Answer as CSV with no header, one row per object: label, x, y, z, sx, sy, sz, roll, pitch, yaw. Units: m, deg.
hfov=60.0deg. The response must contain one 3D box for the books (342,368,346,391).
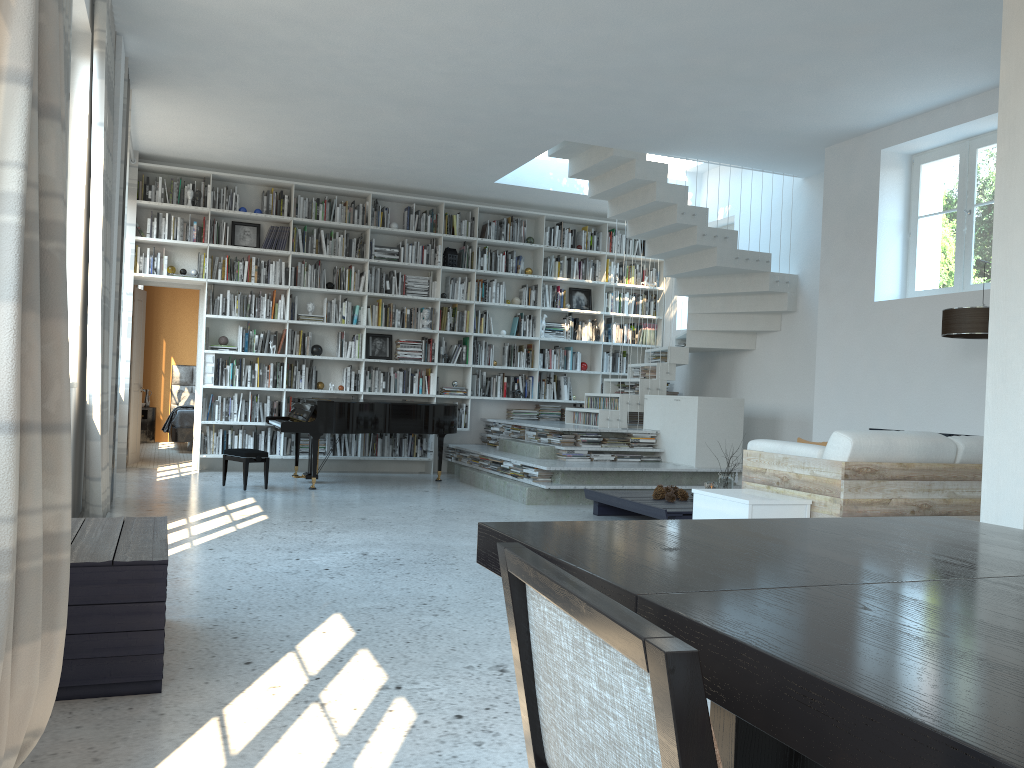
books,-1.885,-0.049,9.938,0.012,0.254,0.161,2,0,-21

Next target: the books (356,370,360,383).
books,-1.741,-0.036,10.021,0.019,0.242,0.107,2,0,-21

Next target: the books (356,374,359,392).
books,-1.752,-0.016,9.989,0.024,0.201,0.158,2,0,-21

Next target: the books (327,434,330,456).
books,-2.057,0.661,9.886,0.031,0.265,0.144,2,0,-21

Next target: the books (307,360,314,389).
books,-2.233,-0.103,9.787,0.050,0.328,0.166,2,0,-21

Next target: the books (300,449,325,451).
books,-2.222,0.727,9.820,0.285,0.007,0.159,3,-1,-19

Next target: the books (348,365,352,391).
books,-1.824,-0.065,9.962,0.014,0.291,0.131,2,0,-21

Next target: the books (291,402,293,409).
books,-2.427,0.311,9.725,0.010,0.228,0.168,2,0,-21

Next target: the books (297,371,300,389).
books,-2.356,-0.043,9.747,0.024,0.196,0.156,2,0,-21

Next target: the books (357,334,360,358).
books,-1.741,-0.422,9.969,0.011,0.279,0.187,2,0,-21

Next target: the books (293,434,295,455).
books,-2.400,0.663,9.752,0.027,0.227,0.139,2,0,-21

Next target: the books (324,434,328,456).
books,-2.072,0.665,9.864,0.012,0.254,0.161,2,0,-21

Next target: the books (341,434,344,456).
books,-1.908,0.663,9.921,0.012,0.274,0.180,2,0,-21

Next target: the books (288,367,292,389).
books,-2.442,-0.069,9.709,0.030,0.239,0.157,2,0,-21

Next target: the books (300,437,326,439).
books,-2.215,0.597,9.813,0.285,0.005,0.159,3,-1,-16

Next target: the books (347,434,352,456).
books,-1.832,0.675,9.980,0.025,0.259,0.132,2,0,-21

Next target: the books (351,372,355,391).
books,-1.803,-0.029,9.962,0.029,0.221,0.153,2,0,-21

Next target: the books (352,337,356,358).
books,-1.778,-0.406,9.957,0.012,0.244,0.171,2,0,-21

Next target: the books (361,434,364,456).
books,-1.707,0.682,10.004,0.026,0.256,0.183,2,0,-21

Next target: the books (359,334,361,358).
books,-1.727,-0.422,9.977,0.021,0.281,0.162,2,0,-21

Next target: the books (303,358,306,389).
books,-2.297,-0.111,9.788,0.013,0.339,0.138,2,0,-21

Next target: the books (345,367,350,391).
books,-1.849,-0.055,9.941,0.027,0.269,0.159,2,0,-21

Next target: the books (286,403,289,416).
books,-2.468,0.317,9.716,0.026,0.213,0.139,2,0,-21

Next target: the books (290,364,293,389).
books,-2.419,-0.084,9.709,0.012,0.272,0.181,2,0,-21

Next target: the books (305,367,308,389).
books,-2.277,-0.061,9.788,0.029,0.241,0.135,2,0,-21

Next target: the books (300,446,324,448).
books,-2.222,0.693,9.821,0.254,0.007,0.161,3,-1,-20

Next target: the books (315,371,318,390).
books,-2.182,-0.042,9.823,0.023,0.212,0.160,2,0,-21

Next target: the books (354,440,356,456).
books,-1.784,0.716,9.984,0.024,0.180,0.171,2,0,-21

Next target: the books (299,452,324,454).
books,-2.228,0.761,9.823,0.254,0.007,0.161,3,-1,-21

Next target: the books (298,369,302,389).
books,-2.333,-0.052,9.751,0.021,0.215,0.172,2,0,-21

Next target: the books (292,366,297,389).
books,-2.397,-0.071,9.726,0.042,0.248,0.162,2,0,-21

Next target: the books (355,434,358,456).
books,-1.769,0.689,10.010,0.021,0.237,0.115,2,0,-21

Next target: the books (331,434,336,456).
books,-2.002,0.677,9.907,0.028,0.238,0.136,2,0,-21

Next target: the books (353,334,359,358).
books,-1.762,-0.418,9.971,0.027,0.269,0.178,2,0,-21

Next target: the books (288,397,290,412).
books,-2.449,0.283,9.721,0.010,0.282,0.149,2,0,-21

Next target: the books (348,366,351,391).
books,-1.837,-0.059,9.961,0.010,0.277,0.155,2,0,-21

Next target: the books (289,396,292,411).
books,-2.439,0.281,9.728,0.013,0.288,0.161,2,0,-21

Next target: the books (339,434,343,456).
books,-1.923,0.684,9.924,0.011,0.232,0.174,2,0,-21

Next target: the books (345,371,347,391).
books,-1.876,-0.035,9.951,0.015,0.225,0.148,2,0,-21

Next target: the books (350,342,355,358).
books,-1.800,-0.379,9.961,0.024,0.188,0.172,2,0,-21

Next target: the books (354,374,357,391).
books,-1.783,-0.015,9.991,0.031,0.194,0.142,2,0,-21

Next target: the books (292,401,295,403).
books,-2.408,0.307,9.722,0.023,0.237,0.172,2,0,-21

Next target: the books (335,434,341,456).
books,-1.957,0.672,9.913,0.062,0.253,0.177,2,0,-21

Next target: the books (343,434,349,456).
books,-1.873,0.664,9.949,0.073,0.276,0.181,2,0,-21

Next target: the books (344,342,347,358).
books,-1.882,-0.380,9.940,0.030,0.183,0.154,2,0,-21

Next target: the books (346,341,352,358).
books,-1.836,-0.381,9.942,0.057,0.188,0.156,2,0,-21

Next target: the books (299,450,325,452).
books,-2.220,0.741,9.813,0.285,0.007,0.159,3,-1,-16

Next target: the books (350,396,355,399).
books,-1.799,0.295,9.967,0.013,0.320,0.173,2,0,-21

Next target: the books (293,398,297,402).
books,-2.394,0.290,9.754,0.026,0.273,0.146,2,0,-21

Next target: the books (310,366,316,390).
books,-2.198,-0.068,9.800,0.027,0.261,0.163,2,0,-21

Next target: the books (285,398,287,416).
books,-2.491,0.289,9.713,0.023,0.266,0.134,2,0,-21

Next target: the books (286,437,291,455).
books,-2.457,0.682,9.723,0.053,0.184,0.148,2,0,-21

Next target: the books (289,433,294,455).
books,-2.420,0.660,9.735,0.023,0.231,0.164,2,0,-21

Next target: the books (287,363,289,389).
books,-2.462,-0.092,9.704,0.013,0.283,0.146,2,0,-21

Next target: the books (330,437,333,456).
books,-2.025,0.694,9.886,0.029,0.202,0.178,2,0,-21

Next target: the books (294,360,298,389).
books,-2.369,-0.102,9.735,0.014,0.313,0.166,2,0,-21

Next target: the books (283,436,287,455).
books,-2.495,0.673,9.716,0.025,0.198,0.160,2,0,-21

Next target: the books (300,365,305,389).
books,-2.308,-0.077,9.757,0.027,0.269,0.185,2,0,-21

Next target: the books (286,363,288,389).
books,-2.478,-0.089,9.708,0.013,0.275,0.147,2,0,-21

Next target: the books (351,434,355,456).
books,-1.798,0.675,9.959,0.024,0.260,0.189,2,0,-21
